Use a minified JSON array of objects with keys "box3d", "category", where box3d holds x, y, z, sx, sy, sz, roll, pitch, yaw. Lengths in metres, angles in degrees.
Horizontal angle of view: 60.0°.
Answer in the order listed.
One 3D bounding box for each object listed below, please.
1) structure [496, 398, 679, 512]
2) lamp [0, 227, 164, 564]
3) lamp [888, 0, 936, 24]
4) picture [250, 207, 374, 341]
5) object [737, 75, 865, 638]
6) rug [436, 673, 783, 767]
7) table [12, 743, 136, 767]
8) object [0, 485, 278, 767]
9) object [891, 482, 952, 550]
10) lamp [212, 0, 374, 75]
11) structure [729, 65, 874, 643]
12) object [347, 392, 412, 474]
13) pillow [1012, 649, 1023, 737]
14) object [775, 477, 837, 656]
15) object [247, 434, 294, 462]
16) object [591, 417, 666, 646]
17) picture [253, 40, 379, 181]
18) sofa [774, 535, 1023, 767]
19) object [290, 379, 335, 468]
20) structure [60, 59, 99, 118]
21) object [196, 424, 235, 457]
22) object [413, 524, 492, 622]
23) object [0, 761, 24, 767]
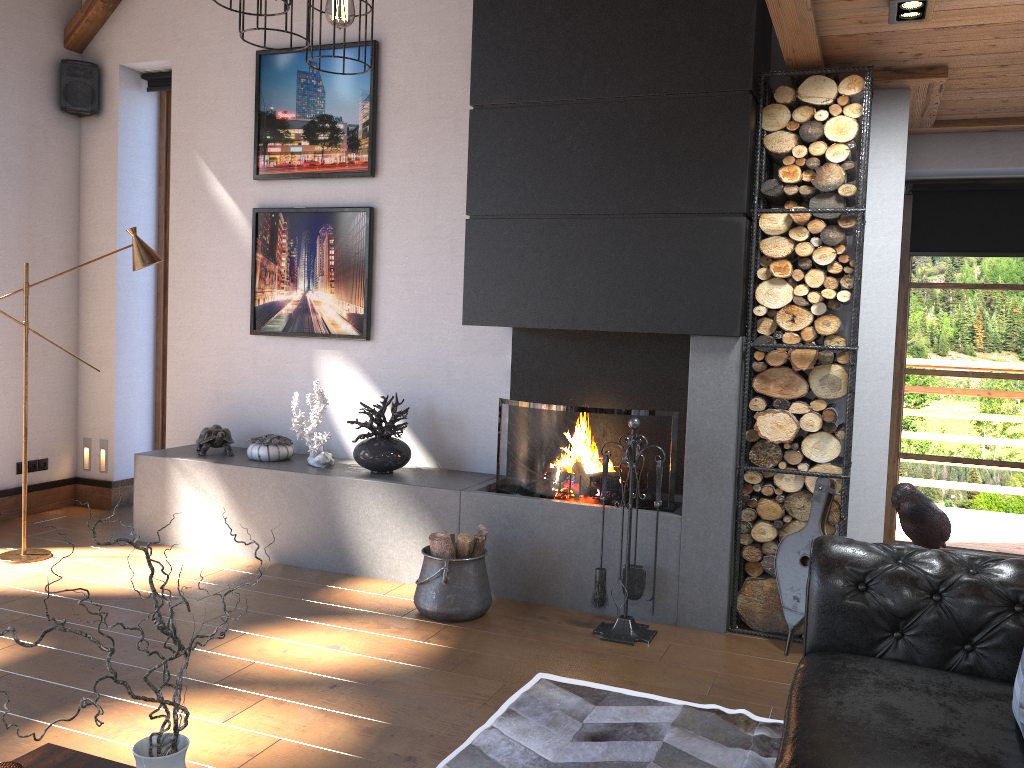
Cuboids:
[{"box3d":[0.342,0.366,4.571,0.975,0.514,0.185,4,3,21],"category":"structure"},{"box3d":[-2.668,0.037,4.901,0.521,1.897,1.338,5,4,42],"category":"lamp"},{"box3d":[1.480,-1.415,3.282,0.154,0.068,0.263,4,4,22],"category":"lamp"},{"box3d":[-1.271,-0.698,5.572,0.872,0.815,0.036,4,3,21],"category":"picture"},{"box3d":[1.401,-0.118,4.295,0.490,2.610,0.470,3,3,21],"category":"object"},{"box3d":[0.425,1.324,1.300,2.412,0.053,4.080,4,4,22],"category":"rug"},{"box3d":[-1.075,1.076,1.794,0.397,0.350,0.656,4,4,22],"category":"table"},{"box3d":[-0.685,0.522,1.622,0.402,0.807,0.627,4,4,33],"category":"object"},{"box3d":[1.445,0.505,3.118,0.250,0.318,0.148,0,4,-28],"category":"object"},{"box3d":[-0.557,-1.974,2.138,0.260,2.200,0.807,3,3,13],"category":"lamp"},{"box3d":[1.404,-0.124,4.283,0.498,2.615,0.516,3,3,21],"category":"structure"},{"box3d":[-0.745,0.281,5.110,0.338,0.454,0.338,-1,5,-43],"category":"object"},{"box3d":[1.316,0.604,2.028,0.281,0.468,0.533,4,4,25],"category":"pillow"},{"box3d":[1.337,0.813,4.010,0.267,0.794,0.264,2,3,5],"category":"object"},{"box3d":[-1.480,0.384,5.425,0.278,0.160,0.261,4,4,24],"category":"object"},{"box3d":[0.544,0.659,4.100,0.310,1.017,0.305,1,3,-23],"category":"object"},{"box3d":[-1.234,-1.690,5.519,0.872,0.815,0.036,4,3,21],"category":"picture"},{"box3d":[1.075,0.935,1.612,1.230,0.837,2.588,4,4,21],"category":"sofa"},{"box3d":[-1.171,0.230,5.203,0.260,0.532,0.426,2,3,-9],"category":"object"},{"box3d":[-2.970,-2.031,6.091,0.212,0.349,0.215,3,4,21],"category":"structure"},{"box3d":[-1.853,0.349,5.546,0.228,0.182,0.402,1,4,-24],"category":"object"},{"box3d":[-0.283,0.910,4.332,0.389,0.431,0.380,-1,5,-42],"category":"object"},{"box3d":[-1.059,0.860,1.800,0.249,0.081,0.299,0,4,-30],"category":"object"}]
